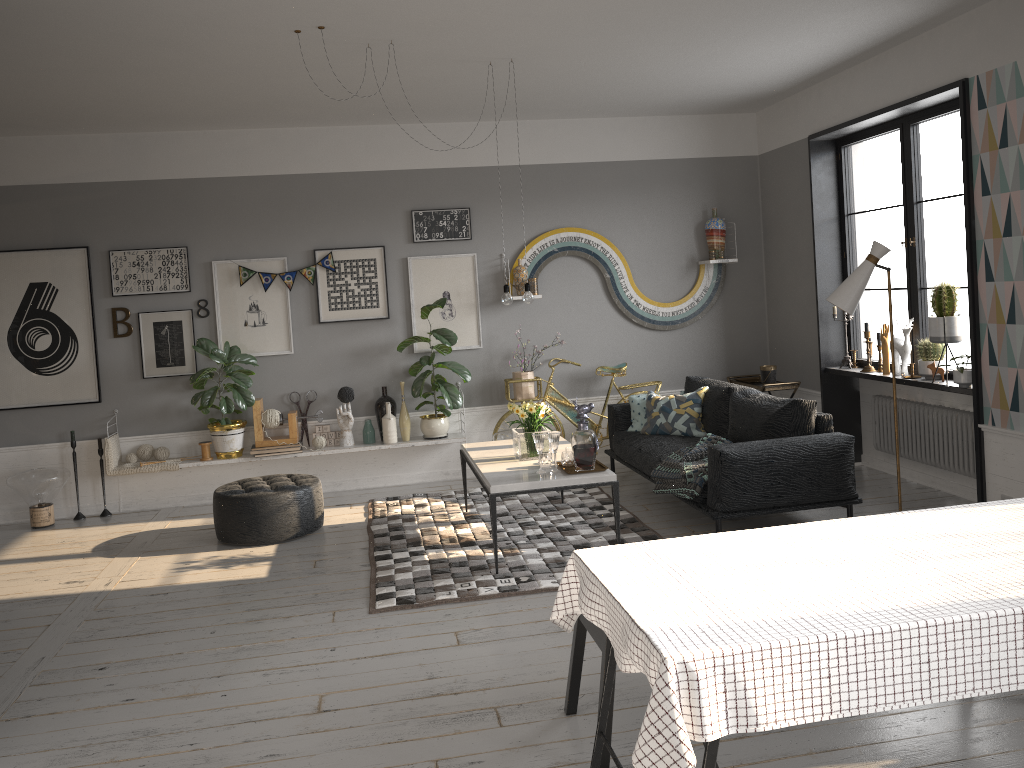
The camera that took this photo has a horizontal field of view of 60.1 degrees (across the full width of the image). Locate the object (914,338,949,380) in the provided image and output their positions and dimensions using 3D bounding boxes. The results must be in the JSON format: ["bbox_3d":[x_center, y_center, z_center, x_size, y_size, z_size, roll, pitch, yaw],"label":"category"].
[{"bbox_3d":[2.793,-0.174,5.877,0.214,0.282,0.234,-6,4,-35],"label":"object"}]

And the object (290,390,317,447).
[{"bbox_3d":[-1.696,0.288,7.251,0.222,0.462,0.019,-4,2,-10],"label":"object"}]

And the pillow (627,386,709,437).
[{"bbox_3d":[1.216,0.199,6.807,0.444,0.361,0.800,-6,6,-27],"label":"pillow"}]

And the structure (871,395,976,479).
[{"bbox_3d":[2.881,0.347,6.141,0.149,0.426,1.227,-4,6,-11],"label":"structure"}]

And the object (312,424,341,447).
[{"bbox_3d":[-1.504,0.418,7.250,0.265,0.173,0.078,-4,3,-4],"label":"object"}]

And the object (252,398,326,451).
[{"bbox_3d":[-1.775,0.323,7.090,0.546,0.439,0.239,-4,3,-9],"label":"object"}]

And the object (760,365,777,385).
[{"bbox_3d":[2.114,-0.067,7.298,0.141,0.160,0.139,-2,4,29],"label":"object"}]

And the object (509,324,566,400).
[{"bbox_3d":[0.211,-0.191,7.368,0.487,0.639,0.254,-3,3,8],"label":"object"}]

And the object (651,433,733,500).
[{"bbox_3d":[1.201,0.534,5.566,0.491,0.328,0.669,-5,5,-14],"label":"object"}]

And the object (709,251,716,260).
[{"bbox_3d":[1.727,-1.108,7.629,0.060,0.079,0.060,-5,4,-21],"label":"object"}]

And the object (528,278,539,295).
[{"bbox_3d":[0.175,-0.810,7.371,0.086,0.139,0.086,-5,3,-17],"label":"object"}]

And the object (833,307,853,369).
[{"bbox_3d":[2.565,-0.362,6.844,0.144,0.489,0.163,-2,3,27],"label":"object"}]

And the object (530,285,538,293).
[{"bbox_3d":[0.188,-0.792,7.453,0.062,0.081,0.062,-6,4,-34],"label":"object"}]

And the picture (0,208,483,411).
[{"bbox_3d":[-3.535,-0.355,4.897,7.298,1.789,4.054,-5,5,-9],"label":"picture"}]

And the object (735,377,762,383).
[{"bbox_3d":[2.097,-0.033,7.656,0.247,0.015,0.319,-5,6,-9],"label":"object"}]

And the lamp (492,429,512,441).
[{"bbox_3d":[0.063,0.582,7.176,0.432,0.436,0.434,-2,4,21],"label":"lamp"}]

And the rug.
[{"bbox_3d":[-0.050,0.944,5.789,1.771,0.034,2.536,-5,6,-9],"label":"rug"}]

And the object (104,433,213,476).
[{"bbox_3d":[-2.745,0.523,6.933,0.785,0.306,0.330,-5,4,-9],"label":"object"}]

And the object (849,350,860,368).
[{"bbox_3d":[2.655,-0.202,6.865,0.084,0.151,0.085,-4,3,-6],"label":"object"}]

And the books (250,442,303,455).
[{"bbox_3d":[-1.879,0.512,7.072,0.384,0.029,0.261,-5,6,-9],"label":"books"}]

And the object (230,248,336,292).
[{"bbox_3d":[-1.856,-0.916,7.195,0.915,0.338,0.057,-5,2,-10],"label":"object"}]

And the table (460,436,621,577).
[{"bbox_3d":[0.127,0.713,5.584,0.732,0.509,1.461,-4,6,-9],"label":"table"}]

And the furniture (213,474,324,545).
[{"bbox_3d":[-1.675,0.849,6.106,0.737,0.355,0.737,-6,6,-22],"label":"furniture"}]

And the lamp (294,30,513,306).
[{"bbox_3d":[-0.578,-1.184,5.151,1.401,1.532,0.074,-7,4,-40],"label":"lamp"}]

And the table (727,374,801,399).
[{"bbox_3d":[2.142,0.294,7.517,0.339,0.677,0.745,-4,4,-9],"label":"table"}]

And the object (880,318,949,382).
[{"bbox_3d":[2.716,-0.241,6.021,0.134,0.408,0.665,-4,5,-8],"label":"object"}]

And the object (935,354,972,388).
[{"bbox_3d":[2.746,-0.081,5.396,0.246,0.203,0.171,-4,4,-7],"label":"object"}]

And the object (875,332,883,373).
[{"bbox_3d":[2.688,-0.237,6.466,0.075,0.300,0.076,-3,3,21],"label":"object"}]

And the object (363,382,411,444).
[{"bbox_3d":[-1.032,0.234,7.215,0.331,0.487,0.287,-1,4,41],"label":"object"}]

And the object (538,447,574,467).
[{"bbox_3d":[0.321,0.441,5.231,0.280,0.087,0.246,-7,7,-31],"label":"object"}]

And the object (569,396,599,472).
[{"bbox_3d":[0.411,0.283,5.057,0.155,0.416,0.149,-3,3,10],"label":"object"}]

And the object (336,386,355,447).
[{"bbox_3d":[-1.344,0.261,7.178,0.155,0.482,0.137,-4,2,-10],"label":"object"}]

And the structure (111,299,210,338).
[{"bbox_3d":[-2.800,-0.525,7.072,0.739,0.262,0.024,-5,2,-10],"label":"structure"}]

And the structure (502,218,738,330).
[{"bbox_3d":[0.946,-0.903,7.564,2.023,0.953,0.267,-5,3,-10],"label":"structure"}]

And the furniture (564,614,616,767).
[{"bbox_3d":[1.037,0.934,3.163,1.670,0.454,0.467,-5,4,-10],"label":"furniture"}]

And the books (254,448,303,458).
[{"bbox_3d":[-1.867,0.535,7.080,0.368,0.021,0.297,-5,6,-15],"label":"books"}]

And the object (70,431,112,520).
[{"bbox_3d":[-3.301,0.694,6.907,0.280,0.699,0.092,-5,2,-17],"label":"object"}]

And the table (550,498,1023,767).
[{"bbox_3d":[1.188,0.841,2.385,2.027,0.782,0.934,-5,5,-10],"label":"table"}]

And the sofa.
[{"bbox_3d":[1.385,0.431,6.210,0.971,0.795,2.349,-4,6,-10],"label":"sofa"}]

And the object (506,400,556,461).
[{"bbox_3d":[0.125,0.282,5.567,0.325,0.350,0.353,-4,4,-7],"label":"object"}]

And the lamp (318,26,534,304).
[{"bbox_3d":[-0.445,-1.188,5.112,1.401,1.532,0.074,-7,4,-40],"label":"lamp"}]

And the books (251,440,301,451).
[{"bbox_3d":[-1.886,0.489,7.081,0.379,0.017,0.230,-5,6,-12],"label":"books"}]

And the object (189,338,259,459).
[{"bbox_3d":[-2.250,0.103,6.941,0.511,0.961,0.546,-5,3,-24],"label":"object"}]

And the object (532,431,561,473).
[{"bbox_3d":[0.203,0.392,5.077,0.167,0.226,0.082,-4,3,2],"label":"object"}]

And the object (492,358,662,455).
[{"bbox_3d":[0.633,0.251,7.474,1.628,0.967,0.427,-5,3,-18],"label":"object"}]

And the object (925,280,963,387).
[{"bbox_3d":[2.727,-0.330,5.562,0.229,0.668,0.235,-6,3,-39],"label":"object"}]

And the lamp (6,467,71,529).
[{"bbox_3d":[-3.581,0.864,6.719,0.432,0.436,0.434,-3,4,12],"label":"lamp"}]

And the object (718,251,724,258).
[{"bbox_3d":[1.799,-1.110,7.607,0.050,0.058,0.050,-5,4,-20],"label":"object"}]

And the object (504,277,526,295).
[{"bbox_3d":[0.033,-0.808,7.332,0.197,0.165,0.060,-2,3,24],"label":"object"}]

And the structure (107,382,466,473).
[{"bbox_3d":[-1.760,0.347,7.123,2.777,0.485,0.309,-5,3,-10],"label":"structure"}]

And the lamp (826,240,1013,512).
[{"bbox_3d":[2.269,0.074,4.633,1.247,1.697,0.681,-4,3,-11],"label":"lamp"}]

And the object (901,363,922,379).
[{"bbox_3d":[2.719,-0.090,6.014,0.123,0.099,0.123,-3,5,13],"label":"object"}]

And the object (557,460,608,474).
[{"bbox_3d":[0.403,0.478,5.126,0.247,0.015,0.319,-5,6,-9],"label":"object"}]

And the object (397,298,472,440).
[{"bbox_3d":[-0.632,-0.126,7.240,0.566,1.147,0.417,-2,3,30],"label":"object"}]

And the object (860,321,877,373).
[{"bbox_3d":[2.624,-0.276,6.527,0.123,0.374,0.123,-4,3,-5],"label":"object"}]
